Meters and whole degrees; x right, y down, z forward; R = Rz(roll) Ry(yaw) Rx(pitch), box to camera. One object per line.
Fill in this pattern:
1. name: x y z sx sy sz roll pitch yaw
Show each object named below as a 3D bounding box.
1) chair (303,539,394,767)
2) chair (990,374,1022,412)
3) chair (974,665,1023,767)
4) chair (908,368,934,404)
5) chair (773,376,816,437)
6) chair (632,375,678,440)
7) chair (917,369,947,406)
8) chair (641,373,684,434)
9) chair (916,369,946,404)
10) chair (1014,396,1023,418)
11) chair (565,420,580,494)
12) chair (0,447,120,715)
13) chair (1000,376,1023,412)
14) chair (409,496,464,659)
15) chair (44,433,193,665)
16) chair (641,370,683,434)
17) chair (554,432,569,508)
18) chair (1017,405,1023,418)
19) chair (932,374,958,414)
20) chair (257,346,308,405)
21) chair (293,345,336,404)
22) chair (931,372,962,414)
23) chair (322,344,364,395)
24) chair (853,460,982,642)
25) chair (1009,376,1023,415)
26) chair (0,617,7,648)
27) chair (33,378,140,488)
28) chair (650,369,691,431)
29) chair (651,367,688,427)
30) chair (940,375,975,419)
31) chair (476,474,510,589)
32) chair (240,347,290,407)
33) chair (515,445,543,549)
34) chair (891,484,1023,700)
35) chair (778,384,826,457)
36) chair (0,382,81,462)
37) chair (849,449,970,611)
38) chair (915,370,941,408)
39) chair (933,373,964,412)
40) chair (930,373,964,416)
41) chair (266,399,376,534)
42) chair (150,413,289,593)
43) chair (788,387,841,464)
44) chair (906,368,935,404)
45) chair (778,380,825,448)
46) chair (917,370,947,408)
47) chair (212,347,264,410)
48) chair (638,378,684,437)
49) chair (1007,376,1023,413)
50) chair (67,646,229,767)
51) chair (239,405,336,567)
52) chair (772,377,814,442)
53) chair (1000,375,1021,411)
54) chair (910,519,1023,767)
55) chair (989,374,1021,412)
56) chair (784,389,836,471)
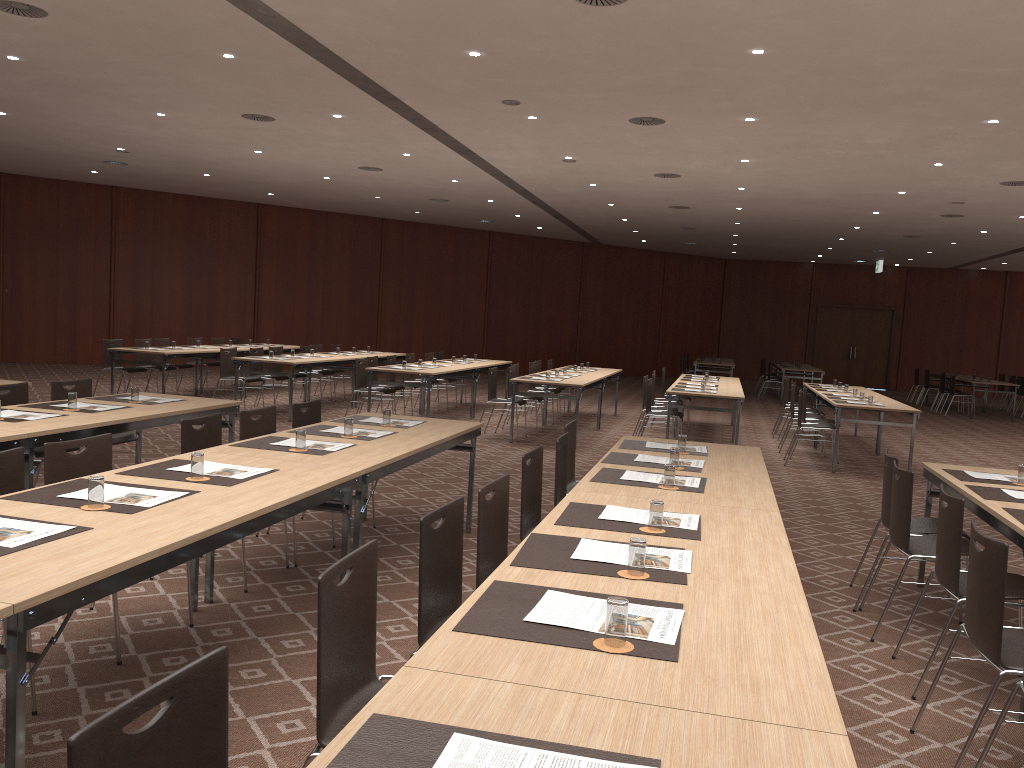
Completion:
1. chair: -0.321 0.963 2.492 0.613 0.940 0.535 4 5 11
2. chair: 12.890 0.216 23.068 0.613 0.940 0.535 5 5 12
3. chair: 1.832 1.073 2.771 0.613 0.940 0.535 5 5 12
4. chair: 10.892 0.056 23.570 0.613 0.940 0.535 5 5 15
5. chair: 4.656 0.356 14.559 0.613 0.940 0.535 4 5 11
6. chair: 1.977 0.371 12.192 0.613 0.940 0.535 5 5 14
7. chair: 10.852 0.109 22.839 0.613 0.940 0.535 5 5 13
8. chair: 2.199 0.334 12.858 0.613 0.940 0.535 4 5 10
9. chair: 10.877 0.103 22.942 0.613 0.940 0.535 4 5 11
10. chair: 12.307 0.343 20.918 0.613 0.940 0.535 5 5 12
11. chair: 0.537 0.745 6.070 0.613 0.940 0.535 5 5 12
12. chair: -2.050 0.767 3.682 0.613 0.940 0.535 4 5 11
13. chair: 12.816 0.257 22.461 0.613 0.940 0.535 5 5 16
14. chair: -0.118 0.922 3.190 0.613 0.940 0.535 5 5 16
15. chair: -1.924 0.735 4.208 0.613 0.940 0.535 5 5 15
16. chair: 2.344 0.278 13.726 0.613 0.940 0.535 4 5 11
17. chair: 0.439 0.795 5.333 0.613 0.940 0.535 4 5 11
18. chair: 12.314 0.341 20.946 0.613 0.940 0.535 5 5 14
19. chair: 10.210 0.230 20.723 0.613 0.940 0.535 5 5 13
20. chair: -3.640 -0.120 14.161 0.613 0.940 0.535 5 5 15
21. chair: -3.373 -0.174 15.090 0.613 0.940 0.535 5 5 14
22. chair: 10.505 0.199 21.371 0.613 0.940 0.535 5 5 16
23. chair: -3.106 -0.256 16.390 0.613 0.940 0.535 5 5 12
24. chair: 2.324 0.937 4.972 0.613 0.940 0.535 4 5 11
25. chair: 12.642 0.300 21.750 0.613 0.940 0.535 5 5 15
26. chair: -2.160 0.809 3.045 0.613 0.940 0.535 5 5 15
27. chair: -3.318 0.444 6.946 0.613 0.940 0.535 5 5 15
28. chair: 2.595 0.247 14.328 0.613 0.940 0.535 4 5 12
29. chair: 2.699 0.207 14.946 0.613 0.940 0.535 4 5 11
30. chair: 10.130 0.271 20.102 0.613 0.940 0.535 5 5 13
31. chair: 0.057 0.892 3.740 0.613 0.940 0.535 5 5 15
32. chair: -3.753 -0.078 13.505 0.613 0.940 0.535 4 5 10
33. chair: 0.243 0.831 4.694 0.613 0.940 0.535 5 5 15
34. chair: 2.220 0.988 4.212 0.613 0.940 0.535 5 5 14
35. chair: 4.057 0.488 12.318 0.613 0.940 0.535 5 5 15
36. chair: -3.496 0.478 6.353 0.613 0.940 0.535 5 5 12
37. chair: 2.482 0.908 5.484 0.613 0.940 0.535 5 5 15
38. chair: 10.599 0.131 22.348 0.613 0.940 0.535 4 5 11
39. chair: 10.477 0.206 21.252 0.613 0.940 0.535 5 5 15
40. chair: 10.207 0.230 20.712 0.613 0.940 0.535 5 5 14
41. chair: -1.352 0.604 6.417 0.613 0.940 0.535 5 5 14
42. chair: -1.706 0.669 5.265 0.613 0.940 0.535 4 5 12
43. chair: 4.028 0.529 11.753 0.613 0.940 0.535 5 5 15
44. chair: 10.883 0.059 23.532 0.613 0.940 0.535 4 5 11
45. chair: 4.340 0.436 13.237 0.613 0.940 0.535 4 5 12
46. chair: 10.575 0.137 22.248 0.613 0.940 0.535 5 5 16
47. chair: -3.999 -0.049 12.922 0.613 0.940 0.535 5 5 14
48. chair: 1.930 0.416 11.554 0.613 0.940 0.535 5 5 15
49. chair: 12.667 0.294 21.858 0.613 0.940 0.535 4 5 11
50. chair: -0.503 1.020 1.584 0.613 0.940 0.535 5 5 15
51. chair: -1.537 0.637 5.826 0.613 0.940 0.535 5 5 15
52. chair: 4.457 0.387 13.985 0.613 0.940 0.535 5 5 15
53. chair: 12.816 0.258 22.459 0.613 0.940 0.535 4 5 12
54. chair: 1.938 1.035 3.364 0.613 0.940 0.535 5 5 12
55. chair: 12.904 0.212 23.127 0.613 0.940 0.535 4 5 11
56. chair: 3.776 0.560 11.144 0.613 0.940 0.535 5 5 16
